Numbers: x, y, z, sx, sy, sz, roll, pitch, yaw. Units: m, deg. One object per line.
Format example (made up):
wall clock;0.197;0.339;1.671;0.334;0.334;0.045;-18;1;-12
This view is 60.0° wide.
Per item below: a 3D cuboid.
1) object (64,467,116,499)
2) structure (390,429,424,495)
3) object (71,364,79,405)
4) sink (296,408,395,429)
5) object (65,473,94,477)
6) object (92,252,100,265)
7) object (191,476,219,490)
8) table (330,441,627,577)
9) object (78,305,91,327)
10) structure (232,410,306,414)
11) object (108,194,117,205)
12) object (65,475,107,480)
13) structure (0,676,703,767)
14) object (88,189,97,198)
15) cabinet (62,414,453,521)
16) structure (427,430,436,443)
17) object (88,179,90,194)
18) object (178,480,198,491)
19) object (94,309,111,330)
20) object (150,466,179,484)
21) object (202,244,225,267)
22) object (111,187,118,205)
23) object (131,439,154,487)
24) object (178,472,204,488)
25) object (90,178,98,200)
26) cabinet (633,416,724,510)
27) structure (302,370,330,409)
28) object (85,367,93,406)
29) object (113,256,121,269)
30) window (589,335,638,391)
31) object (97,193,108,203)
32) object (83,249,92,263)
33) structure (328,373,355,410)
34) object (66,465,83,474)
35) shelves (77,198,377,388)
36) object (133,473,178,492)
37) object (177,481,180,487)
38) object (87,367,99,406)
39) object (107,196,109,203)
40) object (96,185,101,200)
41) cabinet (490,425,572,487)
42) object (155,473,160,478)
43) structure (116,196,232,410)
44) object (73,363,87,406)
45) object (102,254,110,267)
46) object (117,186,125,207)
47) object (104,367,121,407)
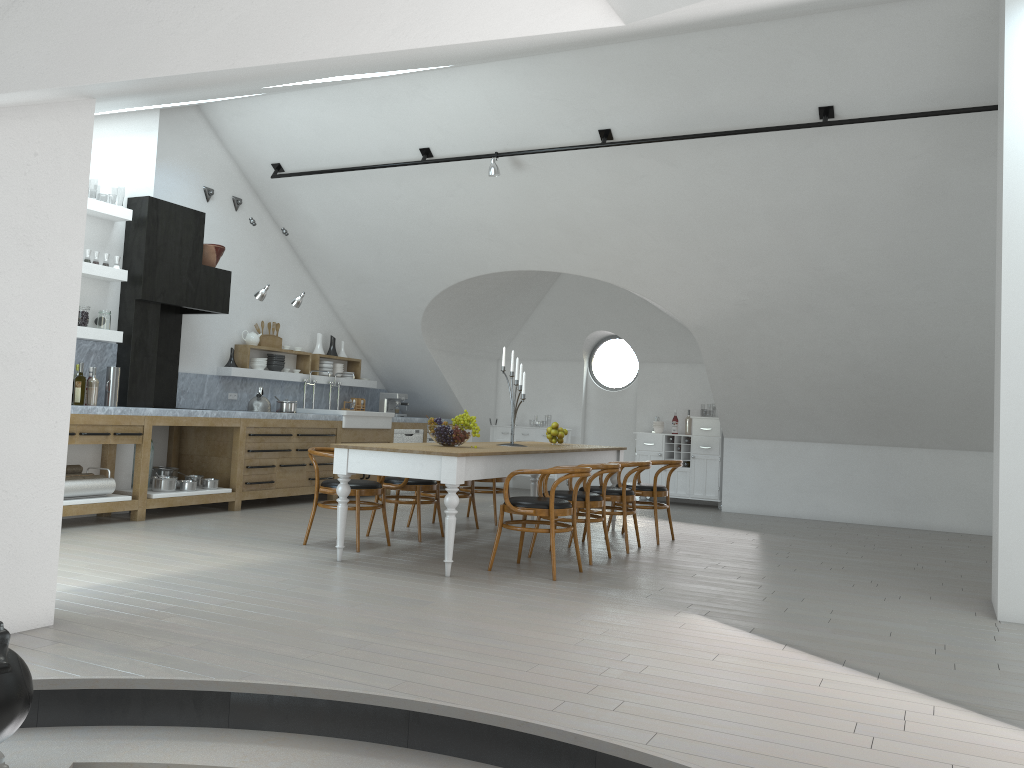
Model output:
object;-3.592;0.807;7.233;0.429;0.232;0.526;2;-3;24
structure;-1.600;0.981;11.467;0.599;0.824;0.722;1;-3;26
object;-3.582;0.009;7.291;0.092;0.340;0.091;-1;-5;44
sink;-1.995;0.421;10.673;0.727;0.202;1.019;2;-2;26
object;-3.568;0.770;7.175;0.101;0.087;0.362;2;-2;24
object;-3.555;-1.070;7.576;0.064;0.124;0.067;2;-4;20
object;-2.916;0.945;8.457;0.261;0.113;0.153;2;-3;25
table;-0.084;0.914;7.352;1.019;0.800;3.342;1;-2;26
object;-3.620;-0.569;7.462;0.120;0.183;0.120;0;-4;41
structure;-2.652;0.319;9.547;0.647;0.041;0.736;2;-2;26
object;-3.458;-1.586;7.667;0.071;0.099;0.071;3;-3;-10
object;-3.487;0.789;7.166;0.092;0.093;0.436;2;-2;23
structure;-0.997;1.393;1.054;4.706;0.694;4.704;4;-2;-19
object;-3.579;-1.600;7.550;0.082;0.105;0.081;3;-3;-6
cabinet;-2.642;0.882;9.694;1.004;1.024;6.416;1;-2;26
structure;-1.263;0.926;12.148;0.631;0.638;0.631;1;-3;26
object;-3.595;-1.640;7.487;0.054;0.179;0.054;3;-4;2
object;-3.029;0.929;8.177;0.261;0.113;0.153;2;-3;15
object;-3.528;-0.555;7.656;0.103;0.178;0.207;6;-4;-42
object;-3.503;0.886;8.679;0.455;0.197;0.268;4;-3;-30
object;-3.024;-1.249;8.745;0.366;0.237;0.347;0;-4;43
object;-3.474;-1.625;7.736;0.054;0.179;0.054;3;-4;2
object;-3.493;0.716;8.331;0.230;0.499;0.230;4;-4;-23
object;-3.109;0.932;8.604;0.181;0.134;0.308;5;-3;-40
object;-3.532;-1.641;7.477;0.063;0.187;0.063;3;-4;-6
cabinet;2.238;1.002;11.667;1.243;1.156;0.608;1;-4;26
structure;-2.323;0.100;10.630;0.332;0.531;0.213;2;-4;7
object;-3.569;0.021;7.499;0.081;0.330;0.081;5;-5;-37
object;-3.458;-1.058;7.756;0.064;0.124;0.067;2;-4;20
window;1.485;-0.295;12.673;0.900;0.901;0.060;1;-4;26
object;-3.518;-1.585;7.609;0.077;0.085;0.077;5;-3;-31
object;-3.583;-1.074;7.485;0.064;0.124;0.067;2;-4;20
structure;-2.110;0.126;11.068;0.332;0.531;0.213;2;-4;7
object;-3.632;0.709;7.172;0.104;0.102;0.291;2;-3;23
shelves;-2.973;-0.769;9.517;0.480;1.364;5.539;1;-2;20
object;-3.216;0.895;8.038;0.379;0.164;0.222;2;-3;15
object;-3.249;0.922;8.330;0.508;0.052;0.263;3;-2;3
object;-3.502;0.022;7.411;0.085;0.331;0.085;0;-4;34
object;-3.544;-1.587;7.697;0.094;0.094;0.093;5;-3;-31
object;-3.578;-1.629;7.634;0.048;0.170;0.048;0;-4;34
cabinet;0.240;0.999;12.426;1.135;0.791;0.496;2;-3;26
object;-3.133;0.868;7.966;0.051;0.152;0.190;1;-3;26
structure;-3.344;-0.716;8.457;0.780;1.888;1.073;1;-4;26
object;-3.507;0.005;7.199;0.092;0.359;0.092;4;-4;-20
object;-3.506;-1.064;7.656;0.064;0.124;0.067;2;-4;20
object;-3.410;-1.626;7.726;0.063;0.187;0.063;3;-4;-6
object;-3.445;0.022;7.614;0.114;0.340;0.164;1;-4;29
